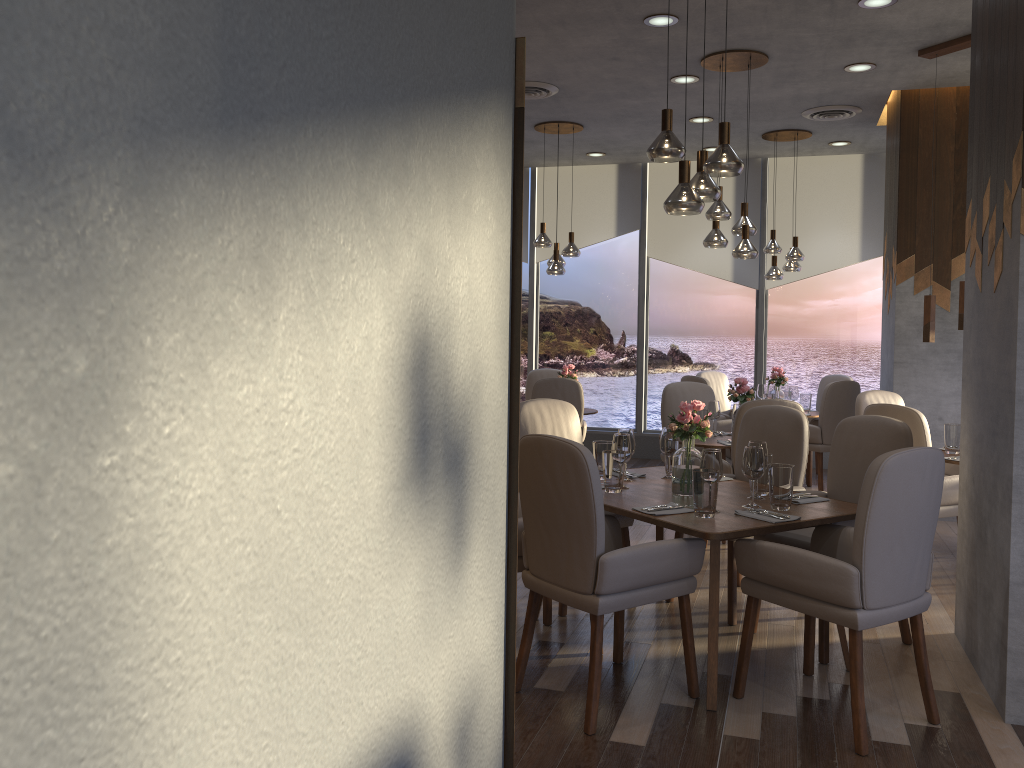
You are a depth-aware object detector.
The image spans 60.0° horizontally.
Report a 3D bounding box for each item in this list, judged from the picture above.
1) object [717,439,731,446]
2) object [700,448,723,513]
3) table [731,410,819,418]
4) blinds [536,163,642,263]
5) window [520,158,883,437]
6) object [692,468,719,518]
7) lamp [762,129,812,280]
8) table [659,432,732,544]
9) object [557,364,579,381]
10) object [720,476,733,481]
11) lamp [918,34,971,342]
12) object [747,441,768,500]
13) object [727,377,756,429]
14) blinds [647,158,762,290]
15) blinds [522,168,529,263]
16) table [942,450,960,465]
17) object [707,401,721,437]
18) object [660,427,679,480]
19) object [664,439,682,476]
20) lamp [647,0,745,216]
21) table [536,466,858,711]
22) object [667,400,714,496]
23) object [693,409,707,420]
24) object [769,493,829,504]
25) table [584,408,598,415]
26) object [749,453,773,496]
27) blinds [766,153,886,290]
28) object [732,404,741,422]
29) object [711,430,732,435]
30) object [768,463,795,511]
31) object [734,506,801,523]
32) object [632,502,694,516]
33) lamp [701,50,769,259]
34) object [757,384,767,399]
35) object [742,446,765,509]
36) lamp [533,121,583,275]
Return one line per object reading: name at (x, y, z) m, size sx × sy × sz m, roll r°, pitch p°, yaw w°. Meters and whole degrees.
object at (1.421, 0.374, 5.716) m, size 0.157 × 0.019 × 0.255 m, roll 0°, pitch 3°, yaw -7°
object at (0.783, 0.380, 3.485) m, size 0.092 × 0.244 × 0.092 m, roll 1°, pitch 2°, yaw 13°
table at (2.441, 0.586, 8.166) m, size 0.834 × 0.661 × 0.835 m, roll 1°, pitch 3°, yaw 4°
blinds at (0.847, -2.673, 9.751) m, size 1.173 × 2.678 × 0.007 m, roll 1°, pitch 2°, yaw 17°
window at (1.520, -0.857, 6.684) m, size 8.060 × 3.196 × 16.141 m, roll -1°, pitch 4°, yaw -28°
object at (0.737, 0.418, 3.386) m, size 0.102 × 0.178 × 0.102 m, roll 1°, pitch 2°, yaw -3°
lamp at (2.498, -1.611, 8.107) m, size 0.439 × 1.325 × 0.440 m, roll 0°, pitch 2°, yaw -16°
table at (1.410, 0.698, 5.986) m, size 0.834 × 0.661 × 0.835 m, roll 1°, pitch 3°, yaw -8°
object at (0.501, 0.027, 7.973) m, size 0.210 × 0.415 × 0.198 m, roll 1°, pitch 2°, yaw -10°
object at (0.921, 0.449, 4.261) m, size 0.255 × 0.019 × 0.157 m, roll -1°, pitch 4°, yaw -30°
lamp at (2.898, -1.131, 5.197) m, size 0.118 × 1.929 × 1.162 m, roll 0°, pitch 2°, yaw -28°
object at (1.043, 0.367, 3.773) m, size 0.092 × 0.244 × 0.092 m, roll 1°, pitch 2°, yaw -5°
object at (1.559, 0.159, 6.034) m, size 0.210 × 0.415 × 0.198 m, roll 0°, pitch 2°, yaw -25°
blinds at (2.034, -2.336, 9.388) m, size 1.173 × 2.678 × 0.007 m, roll 1°, pitch 2°, yaw 17°
blinds at (-0.359, -2.715, 10.126) m, size 1.173 × 2.678 × 0.007 m, roll 1°, pitch 2°, yaw 17°
table at (2.876, 0.766, 5.246) m, size 0.834 × 0.661 × 0.834 m, roll 3°, pitch 3°, yaw 37°
object at (1.386, 0.238, 6.093) m, size 0.092 × 0.244 × 0.092 m, roll 1°, pitch 2°, yaw 11°
object at (0.757, 0.333, 4.269) m, size 0.092 × 0.244 × 0.092 m, roll 1°, pitch 2°, yaw 17°
object at (0.799, 0.360, 4.371) m, size 0.102 × 0.178 × 0.102 m, roll 0°, pitch 2°, yaw -24°
lamp at (0.795, -1.384, 3.814) m, size 0.439 × 1.325 × 0.440 m, roll 1°, pitch 2°, yaw 2°
table at (0.751, 0.810, 3.896) m, size 0.965 × 0.665 × 1.308 m, roll -1°, pitch 3°, yaw -32°
object at (0.775, 0.276, 3.859) m, size 0.210 × 0.415 × 0.198 m, roll 1°, pitch 2°, yaw -5°
object at (1.308, 0.265, 6.171) m, size 0.102 × 0.178 × 0.102 m, roll 1°, pitch 2°, yaw -2°
object at (1.207, 0.483, 3.765) m, size 0.255 × 0.019 × 0.157 m, roll -1°, pitch 4°, yaw -30°
table at (0.350, 0.563, 7.989) m, size 0.834 × 0.661 × 0.835 m, roll 0°, pitch 3°, yaw -23°
object at (1.085, 0.394, 3.874) m, size 0.102 × 0.178 × 0.102 m, roll 0°, pitch 2°, yaw -24°
blinds at (3.225, -2.295, 9.017) m, size 1.173 × 2.678 × 0.007 m, roll 1°, pitch 2°, yaw 17°
object at (1.498, 0.254, 5.861) m, size 0.092 × 0.244 × 0.092 m, roll 0°, pitch 2°, yaw -27°
object at (1.456, 0.343, 6.246) m, size 0.157 × 0.019 × 0.255 m, roll 0°, pitch 3°, yaw -8°
object at (1.078, 0.413, 3.552) m, size 0.102 × 0.178 × 0.102 m, roll -1°, pitch 2°, yaw -36°
object at (0.970, 0.499, 3.426) m, size 0.157 × 0.019 × 0.255 m, roll -1°, pitch 4°, yaw -33°
object at (0.616, 0.489, 3.503) m, size 0.255 × 0.019 × 0.157 m, roll -1°, pitch 4°, yaw -29°
lamp at (1.473, -1.499, 5.933) m, size 0.439 × 1.325 × 0.439 m, roll 2°, pitch 2°, yaw 25°
object at (2.331, 0.124, 8.272) m, size 0.092 × 0.244 × 0.092 m, roll 1°, pitch 2°, yaw -2°
object at (0.976, 0.377, 3.589) m, size 0.092 × 0.244 × 0.092 m, roll 2°, pitch 2°, yaw 37°
lamp at (0.409, -1.635, 7.948) m, size 0.439 × 1.325 × 0.439 m, roll 2°, pitch 2°, yaw 20°
